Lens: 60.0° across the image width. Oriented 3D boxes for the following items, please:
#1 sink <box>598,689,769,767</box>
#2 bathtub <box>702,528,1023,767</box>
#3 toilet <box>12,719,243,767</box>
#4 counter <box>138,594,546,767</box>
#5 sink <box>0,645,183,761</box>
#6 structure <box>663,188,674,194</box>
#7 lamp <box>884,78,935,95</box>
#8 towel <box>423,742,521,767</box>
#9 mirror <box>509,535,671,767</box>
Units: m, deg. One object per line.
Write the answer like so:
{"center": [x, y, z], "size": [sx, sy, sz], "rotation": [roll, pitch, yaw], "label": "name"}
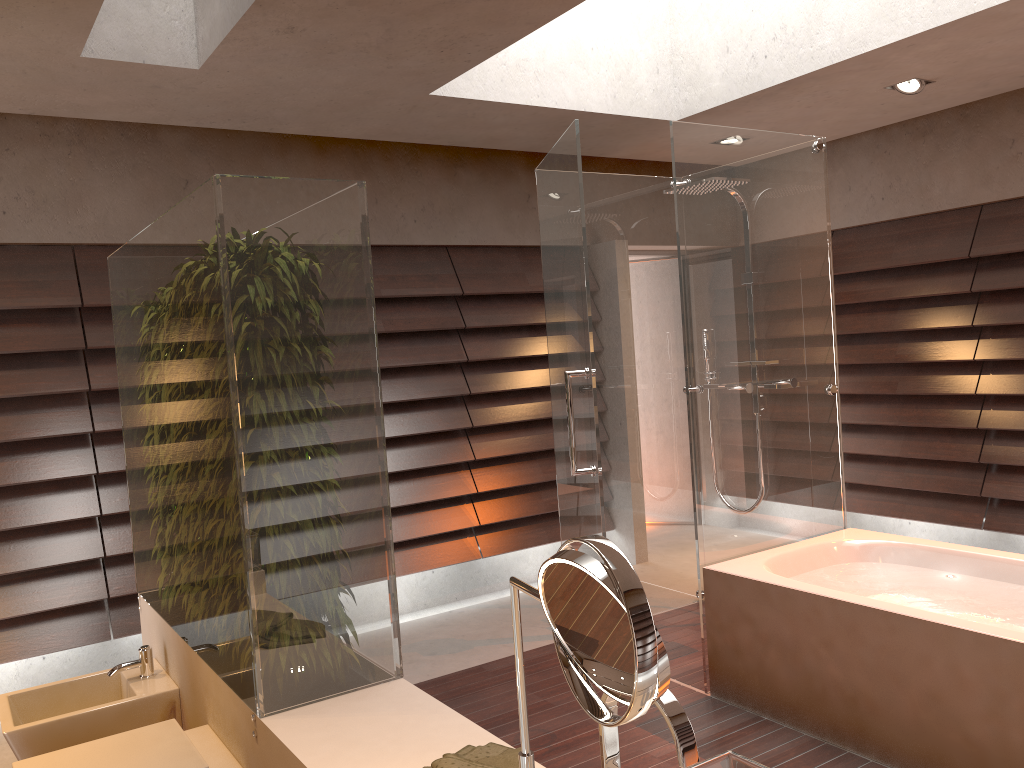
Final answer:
{"center": [0.254, 0.547, 1.006], "size": [0.340, 0.357, 0.486], "rotation": [-6, 3, -33], "label": "sink"}
{"center": [1.697, 0.779, 2.832], "size": [0.994, 0.761, 2.000], "rotation": [-6, 3, -33], "label": "bathtub"}
{"center": [-0.910, 1.096, 2.131], "size": [0.468, 0.400, 0.357], "rotation": [-6, 3, -33], "label": "toilet"}
{"center": [-0.376, 0.993, 2.045], "size": [0.350, 0.686, 2.931], "rotation": [-6, 3, -33], "label": "counter"}
{"center": [-1.291, 1.071, 2.717], "size": [0.468, 0.456, 0.357], "rotation": [-6, 3, -33], "label": "sink"}
{"center": [0.975, -0.130, 4.168], "size": [0.385, 1.578, 0.575], "rotation": [-6, 3, -33], "label": "structure"}
{"center": [1.882, -1.433, 4.203], "size": [0.170, 0.110, 0.165], "rotation": [-6, 3, -33], "label": "lamp"}
{"center": [-0.078, 0.701, 1.479], "size": [0.258, 0.057, 0.571], "rotation": [-4, 2, 8], "label": "towel"}
{"center": [0.069, 0.446, 0.952], "size": [0.074, 0.589, 0.316], "rotation": [-5, 3, -30], "label": "mirror"}
